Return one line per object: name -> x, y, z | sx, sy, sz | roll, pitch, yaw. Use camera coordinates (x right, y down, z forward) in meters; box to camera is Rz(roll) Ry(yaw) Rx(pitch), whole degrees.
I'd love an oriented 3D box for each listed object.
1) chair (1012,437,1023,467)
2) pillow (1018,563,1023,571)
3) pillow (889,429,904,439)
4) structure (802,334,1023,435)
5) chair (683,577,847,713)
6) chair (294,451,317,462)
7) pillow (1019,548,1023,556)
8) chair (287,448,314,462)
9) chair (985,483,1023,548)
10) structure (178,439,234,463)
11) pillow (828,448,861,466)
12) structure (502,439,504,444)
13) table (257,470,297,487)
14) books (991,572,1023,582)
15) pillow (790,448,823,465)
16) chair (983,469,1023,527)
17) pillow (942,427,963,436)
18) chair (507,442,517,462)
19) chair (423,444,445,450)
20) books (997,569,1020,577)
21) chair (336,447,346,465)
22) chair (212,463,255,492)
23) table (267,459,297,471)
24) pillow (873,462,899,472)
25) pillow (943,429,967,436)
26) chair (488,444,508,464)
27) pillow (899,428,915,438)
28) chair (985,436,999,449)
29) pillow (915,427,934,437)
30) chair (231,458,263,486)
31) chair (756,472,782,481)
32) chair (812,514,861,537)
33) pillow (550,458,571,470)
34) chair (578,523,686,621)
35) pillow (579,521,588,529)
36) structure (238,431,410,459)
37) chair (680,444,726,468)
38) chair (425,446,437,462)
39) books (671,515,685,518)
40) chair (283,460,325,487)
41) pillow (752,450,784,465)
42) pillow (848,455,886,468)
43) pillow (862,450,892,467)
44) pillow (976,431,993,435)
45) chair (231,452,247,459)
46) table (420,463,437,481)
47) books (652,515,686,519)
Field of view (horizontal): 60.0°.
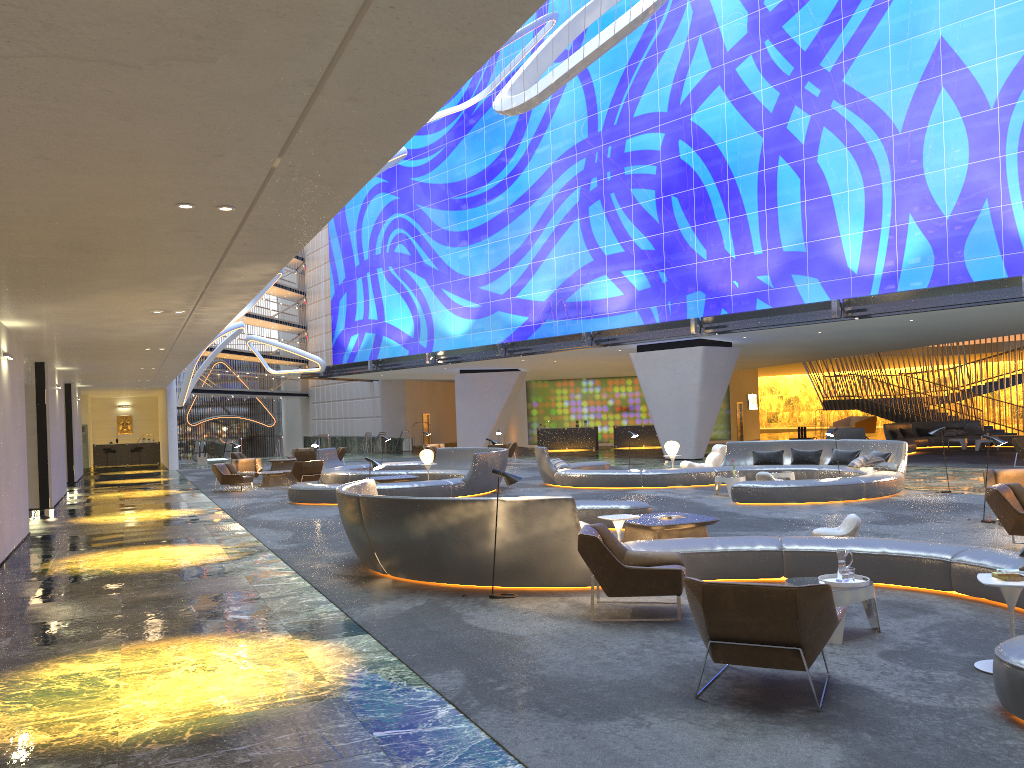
chair -> 13.696, 1.782, 23.156 | 0.929, 0.766, 0.939 | -1, -1, -25
pillow -> 4.562, 1.382, 7.094 | 0.874, 0.280, 0.685 | -2, -2, 14
pillow -> 14.656, 1.915, 33.781 | 0.768, 0.369, 0.295 | 0, -2, -44
structure -> 22.487, -0.395, 39.220 | 11.977, 6.246, 16.503 | -1, -2, -24
chair -> 1.629, 1.587, 5.717 | 0.930, 0.766, 0.938 | -3, -1, 26
chair -> -7.539, 2.848, 32.956 | 0.930, 0.766, 0.938 | -3, -1, 28
pillow -> 4.632, 1.300, 7.444 | 0.315, 0.386, 0.785 | -2, -2, -8
chair -> -8.484, 2.977, 35.750 | 0.929, 0.766, 0.939 | -2, -1, 3
chair -> 6.237, 1.598, 10.552 | 0.939, 0.766, 0.929 | -3, -2, 45
structure -> -19.342, 7.384, 53.527 | 3.015, 8.238, 19.845 | -2, -2, -24
pillow -> 7.536, 1.664, 20.111 | 0.315, 0.386, 0.785 | -1, -2, -32
structure -> -0.705, 2.558, 49.601 | 0.773, 2.051, 1.021 | -2, 0, 45
table -> -6.801, 2.755, 25.841 | 1.202, 0.392, 1.204 | -1, -2, -24
books -> 3.331, 1.291, 5.944 | 0.128, 0.030, 0.182 | -2, -2, -2
pillow -> 6.881, 1.704, 20.766 | 0.759, 0.417, 0.281 | -3, -1, 35
chair -> 7.373, 1.638, 12.820 | 0.930, 0.766, 0.939 | -2, -1, 18
pillow -> 17.198, 1.840, 34.550 | 0.775, 0.366, 0.317 | -2, -1, 18
chair -> -0.301, 2.647, 34.292 | 0.938, 0.766, 0.930 | -2, -1, -15
chair -> -3.028, 2.766, 35.019 | 0.929, 0.766, 0.939 | -2, -1, -17
books -> 3.326, 1.265, 5.942 | 0.133, 0.022, 0.189 | -3, -2, 27
chair -> -7.021, 2.896, 34.850 | 0.938, 0.766, 0.930 | -1, -1, -22
chair -> -7.621, 2.546, 24.219 | 0.939, 0.766, 0.929 | -2, -1, 10
table -> -8.813, 3.116, 34.242 | 1.203, 0.392, 1.204 | -2, -2, -5
pillow -> 7.632, 1.700, 18.081 | 0.445, 0.207, 0.443 | -3, -2, 28
pillow -> 17.095, 1.881, 34.383 | 0.877, 0.262, 0.693 | -1, -2, -33
chair -> -0.691, 2.602, 32.619 | 0.929, 0.766, 0.939 | -1, -2, -40
pillow -> 15.299, 1.889, 34.343 | 0.759, 0.417, 0.281 | -1, -1, -30
chair -> 17.098, 2.096, 31.698 | 0.491, 0.501, 0.587 | -2, -1, -7
pillow -> 16.169, 1.876, 34.661 | 0.784, 0.386, 0.315 | -2, -1, -7
chair -> -7.998, 2.646, 26.727 | 0.929, 0.766, 0.939 | -2, -1, -17
chair -> 5.533, 2.033, 18.546 | 0.586, 0.501, 1.784 | -3, -2, 30
chair -> 3.907, 1.812, 10.612 | 0.586, 0.501, 0.491 | -2, -1, 11
pillow -> 1.146, 2.006, 22.322 | 0.692, 0.262, 0.878 | -1, -2, -15
chair -> 1.093, 1.685, 8.010 | 0.939, 0.766, 0.929 | -2, -1, 10
pillow -> 0.687, 1.569, 9.313 | 0.877, 0.262, 0.692 | -3, -2, 29
structure -> -13.621, 7.325, 56.498 | 9.301, 8.398, 19.749 | -1, -2, -24
chair -> 4.944, 2.007, 22.701 | 1.157, 0.882, 0.729 | -2, -1, -4
chair -> -2.651, 2.665, 32.511 | 0.939, 0.766, 0.929 | -2, -1, 10
books -> 2.175, 1.749, 11.705 | 0.133, 0.012, 0.189 | -1, -2, -34
chair -> -5.660, 2.483, 24.327 | 0.929, 0.766, 0.939 | -1, -2, -40
pillow -> 6.101, 1.766, 21.112 | 0.769, 0.369, 0.295 | -3, -1, 21
pillow -> 7.677, 1.673, 19.156 | 0.878, 0.262, 0.692 | -3, -2, 32
pillow -> 7.871, 1.622, 19.132 | 0.317, 0.366, 0.775 | -2, -2, -7
pillow -> 18.051, 1.895, 33.886 | 0.444, 0.207, 0.443 | -1, -2, -37
chair -> -10.037, 2.948, 33.392 | 0.938, 0.766, 0.930 | -2, -1, 1
table -> -2.181, 2.391, 23.180 | 0.418, 0.595, 0.428 | -2, -1, -24
books -> 2.073, 1.747, 11.704 | 0.395, 0.039, 0.301 | -2, -2, -10
